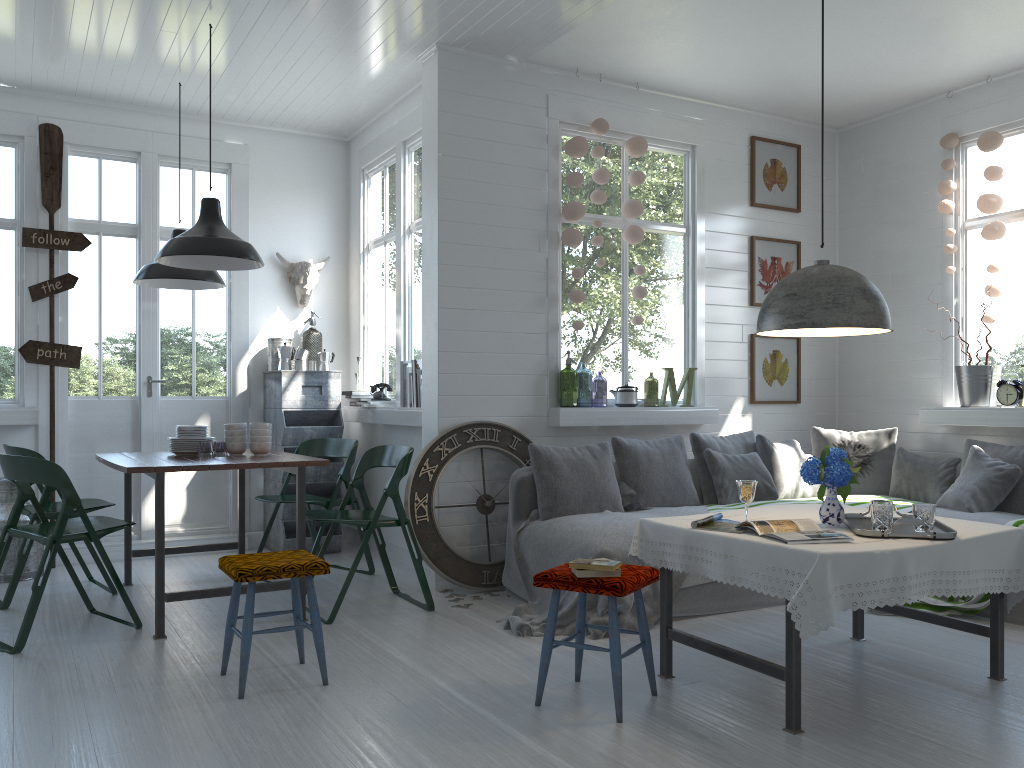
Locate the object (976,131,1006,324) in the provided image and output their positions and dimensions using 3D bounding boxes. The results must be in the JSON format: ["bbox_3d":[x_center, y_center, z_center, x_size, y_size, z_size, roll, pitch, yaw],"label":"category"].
[{"bbox_3d":[3.531,-1.157,6.541,0.196,1.426,0.200,0,0,11],"label":"object"}]

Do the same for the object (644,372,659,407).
[{"bbox_3d":[1.068,0.045,6.797,0.111,0.270,0.111,0,0,-11],"label":"object"}]

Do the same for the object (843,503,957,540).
[{"bbox_3d":[1.690,0.597,3.913,0.398,0.092,0.651,0,-1,13],"label":"object"}]

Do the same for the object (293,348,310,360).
[{"bbox_3d":[-1.780,-0.245,7.530,0.129,0.126,0.108,0,-1,-38],"label":"object"}]

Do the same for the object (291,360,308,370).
[{"bbox_3d":[-1.800,-0.155,7.523,0.129,0.096,0.108,0,-1,0],"label":"object"}]

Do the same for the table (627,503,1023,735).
[{"bbox_3d":[1.460,0.997,4.093,1.670,0.725,1.327,0,-1,-28],"label":"table"}]

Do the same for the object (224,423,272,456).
[{"bbox_3d":[-1.721,0.357,5.778,0.309,0.216,0.149,0,0,3],"label":"object"}]

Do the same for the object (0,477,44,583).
[{"bbox_3d":[-3.616,1.036,6.392,0.450,0.725,0.450,0,0,41],"label":"object"}]

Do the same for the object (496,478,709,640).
[{"bbox_3d":[0.612,0.991,5.527,1.212,0.924,1.684,0,-1,11],"label":"object"}]

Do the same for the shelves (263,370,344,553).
[{"bbox_3d":[-1.774,0.650,7.525,0.513,1.515,0.679,0,0,-29],"label":"shelves"}]

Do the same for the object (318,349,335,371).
[{"bbox_3d":[-1.602,-0.202,7.613,0.102,0.196,0.162,0,0,20],"label":"object"}]

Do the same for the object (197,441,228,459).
[{"bbox_3d":[-1.873,0.411,5.552,0.172,0.098,0.241,0,-1,-25],"label":"object"}]

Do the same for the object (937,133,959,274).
[{"bbox_3d":[3.390,-1.400,6.890,0.153,1.088,0.150,0,0,36],"label":"object"}]

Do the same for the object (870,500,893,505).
[{"bbox_3d":[1.627,0.573,3.905,0.095,0.119,0.095,0,0,45],"label":"object"}]

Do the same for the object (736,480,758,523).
[{"bbox_3d":[1.058,0.533,3.998,0.098,0.192,0.098,0,0,-9],"label":"object"}]

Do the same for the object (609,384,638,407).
[{"bbox_3d":[0.855,0.087,6.686,0.208,0.174,0.186,0,-1,41],"label":"object"}]

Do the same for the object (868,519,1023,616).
[{"bbox_3d":[2.933,0.957,5.337,1.580,0.833,0.622,0,0,-5],"label":"object"}]

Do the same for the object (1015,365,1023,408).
[{"bbox_3d":[3.720,0.018,6.229,0.052,0.311,0.330,0,0,-39],"label":"object"}]

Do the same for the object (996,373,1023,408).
[{"bbox_3d":[3.537,0.048,6.299,0.075,0.250,0.182,0,0,-29],"label":"object"}]

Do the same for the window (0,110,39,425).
[{"bbox_3d":[-4.312,-0.893,6.500,1.482,2.398,0.254,0,0,-29],"label":"window"}]

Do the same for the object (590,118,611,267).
[{"bbox_3d":[0.652,-1.406,6.540,0.150,1.088,0.153,0,0,6],"label":"object"}]

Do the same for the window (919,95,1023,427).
[{"bbox_3d":[3.669,-0.896,6.286,0.378,2.398,1.482,0,0,-29],"label":"window"}]

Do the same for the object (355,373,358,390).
[{"bbox_3d":[-1.354,0.050,7.754,0.095,0.289,0.095,0,0,-11],"label":"object"}]

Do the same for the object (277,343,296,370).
[{"bbox_3d":[-1.911,-0.227,7.525,0.205,0.249,0.130,0,0,-38],"label":"object"}]

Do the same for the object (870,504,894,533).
[{"bbox_3d":[1.566,0.570,3.754,0.095,0.119,0.095,0,0,-5],"label":"object"}]

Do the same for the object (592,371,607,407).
[{"bbox_3d":[0.649,0.041,6.550,0.111,0.270,0.111,0,0,-11],"label":"object"}]

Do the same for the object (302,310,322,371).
[{"bbox_3d":[-1.763,-0.376,7.831,0.172,0.552,0.172,0,0,-4],"label":"object"}]

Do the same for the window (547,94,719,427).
[{"bbox_3d":[0.922,-0.889,6.738,1.482,2.398,0.254,0,0,-29],"label":"window"}]

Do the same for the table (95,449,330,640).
[{"bbox_3d":[-1.953,0.916,5.638,1.171,0.929,1.695,0,-1,-32],"label":"table"}]

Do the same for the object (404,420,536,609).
[{"bbox_3d":[-0.134,0.817,5.969,1.111,1.138,0.584,0,0,-44],"label":"object"}]

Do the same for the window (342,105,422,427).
[{"bbox_3d":[-0.926,-0.884,7.023,0.254,2.398,1.873,0,0,-29],"label":"window"}]

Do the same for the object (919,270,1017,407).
[{"bbox_3d":[3.245,-0.297,6.404,0.635,0.936,0.848,0,0,18],"label":"object"}]

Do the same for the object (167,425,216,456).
[{"bbox_3d":[-2.073,0.367,5.742,0.306,0.195,0.300,0,-1,7],"label":"object"}]

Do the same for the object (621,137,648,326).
[{"bbox_3d":[0.927,-1.154,6.699,0.200,1.426,0.196,0,0,-19],"label":"object"}]

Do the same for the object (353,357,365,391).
[{"bbox_3d":[-1.312,-0.087,7.603,0.095,0.289,0.095,0,0,-11],"label":"object"}]

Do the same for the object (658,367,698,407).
[{"bbox_3d":[1.290,0.028,6.916,0.330,0.311,0.052,0,0,-19],"label":"object"}]

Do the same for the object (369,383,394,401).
[{"bbox_3d":[-1.077,0.065,7.271,0.171,0.146,0.203,0,-1,-26],"label":"object"}]

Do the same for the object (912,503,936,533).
[{"bbox_3d":[1.756,0.571,3.780,0.095,0.119,0.095,0,0,-5],"label":"object"}]

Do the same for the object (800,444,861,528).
[{"bbox_3d":[1.441,0.457,4.019,0.236,0.377,0.265,0,0,-27],"label":"object"}]

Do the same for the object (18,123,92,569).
[{"bbox_3d":[-3.511,-0.322,6.799,0.413,3.421,0.361,0,0,3],"label":"object"}]

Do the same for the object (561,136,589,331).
[{"bbox_3d":[0.457,-1.088,6.431,0.197,1.404,0.193,0,0,21],"label":"object"}]

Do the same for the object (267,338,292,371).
[{"bbox_3d":[-2.012,-0.249,7.673,0.205,0.290,0.205,0,0,-27],"label":"object"}]

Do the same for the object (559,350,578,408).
[{"bbox_3d":[0.409,-0.037,6.404,0.136,0.415,0.136,0,0,-32],"label":"object"}]

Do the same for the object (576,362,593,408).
[{"bbox_3d":[0.522,0.007,6.487,0.137,0.335,0.137,0,0,-22],"label":"object"}]

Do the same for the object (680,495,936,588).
[{"bbox_3d":[1.614,1.065,5.971,3.164,0.473,1.044,1,-1,-29],"label":"object"}]

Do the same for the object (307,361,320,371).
[{"bbox_3d":[-1.724,-0.153,7.649,0.129,0.096,0.108,0,-1,20],"label":"object"}]
